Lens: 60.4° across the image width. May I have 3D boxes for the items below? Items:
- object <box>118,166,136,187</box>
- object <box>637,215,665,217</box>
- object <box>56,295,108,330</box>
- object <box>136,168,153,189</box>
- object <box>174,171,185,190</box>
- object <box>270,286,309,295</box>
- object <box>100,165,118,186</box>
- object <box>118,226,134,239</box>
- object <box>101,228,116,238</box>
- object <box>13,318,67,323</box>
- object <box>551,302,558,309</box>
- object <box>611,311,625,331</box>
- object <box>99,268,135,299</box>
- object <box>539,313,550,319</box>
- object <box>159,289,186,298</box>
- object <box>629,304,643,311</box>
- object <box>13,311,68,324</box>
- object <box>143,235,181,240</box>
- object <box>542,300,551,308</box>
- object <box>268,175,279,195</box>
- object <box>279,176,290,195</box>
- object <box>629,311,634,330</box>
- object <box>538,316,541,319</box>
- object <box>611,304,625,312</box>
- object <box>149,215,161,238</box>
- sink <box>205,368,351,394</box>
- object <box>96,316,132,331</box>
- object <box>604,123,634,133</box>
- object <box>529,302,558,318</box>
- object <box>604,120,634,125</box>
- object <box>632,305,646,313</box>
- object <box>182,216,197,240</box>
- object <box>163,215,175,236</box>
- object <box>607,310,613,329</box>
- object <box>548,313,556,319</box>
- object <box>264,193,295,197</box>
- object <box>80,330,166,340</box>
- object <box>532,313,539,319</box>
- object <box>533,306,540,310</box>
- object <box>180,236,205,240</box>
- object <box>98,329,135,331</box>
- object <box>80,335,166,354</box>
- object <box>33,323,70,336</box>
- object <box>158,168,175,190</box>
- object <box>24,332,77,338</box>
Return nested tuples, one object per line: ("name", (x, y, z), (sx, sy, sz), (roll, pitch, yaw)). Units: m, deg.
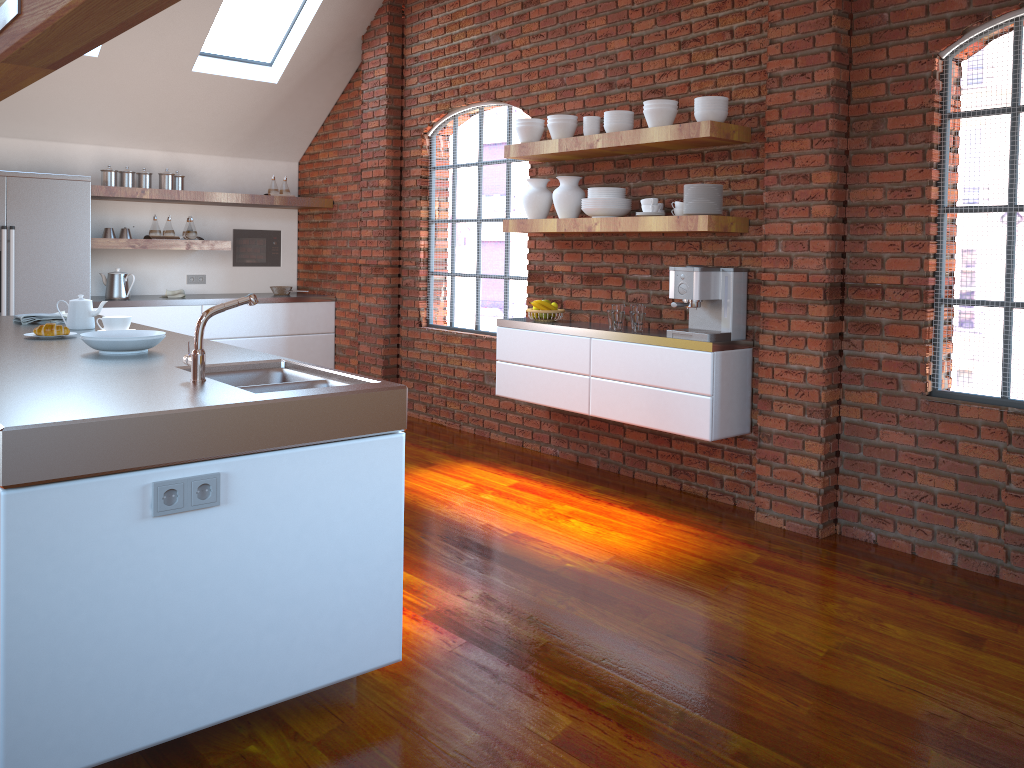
("object", (-2.978, -1.594, 6.800), (0.129, 0.177, 0.127), (5, 6, 44))
("object", (0.730, -0.884, 4.640), (0.154, 0.012, 0.155), (3, 9, 10))
("object", (-1.939, -0.325, 3.968), (0.197, 0.155, 0.119), (-3, 6, -34))
("object", (-2.889, -1.609, 6.908), (0.129, 0.177, 0.127), (5, 6, 44))
("object", (-2.712, -1.638, 7.121), (0.129, 0.177, 0.127), (5, 6, 44))
("object", (-1.956, -0.809, 7.666), (0.349, 0.074, 0.195), (6, 9, 30))
("object", (-3.065, -1.580, 6.695), (0.129, 0.177, 0.127), (5, 6, 44))
("object", (-2.984, -1.170, 6.789), (0.106, 0.099, 0.107), (1, 5, 1))
("object", (-3.075, -1.151, 6.712), (0.106, 0.081, 0.107), (0, 6, -12))
("object", (-2.285, -0.313, 4.305), (0.232, 0.026, 0.166), (3, 9, 14))
("object", (0.257, -0.473, 5.354), (0.047, 0.046, 0.055), (1, 6, 1))
("object", (0.577, -0.343, 4.794), (0.078, 0.103, 0.078), (0, 4, -11))
("object", (-3.034, -0.771, 6.752), (0.302, 0.237, 0.182), (0, 4, -10))
("object", (0.200, -0.427, 5.325), (0.077, 0.065, 0.076), (0, 6, -7))
("object", (-2.721, -0.728, 7.062), (0.204, 0.061, 0.198), (-2, 8, -18))
("object", (0.684, -0.389, 4.851), (0.078, 0.103, 0.078), (0, 4, -11))
("object", (-2.273, -0.322, 4.270), (0.233, 0.049, 0.166), (-6, 11, -40))
("object", (-2.780, -1.164, 6.987), (0.224, 0.032, 0.196), (-7, 11, -42))
("object", (0.207, -0.484, 5.371), (0.069, 0.061, 0.069), (-1, 6, -24))
("object", (-2.057, -1.708, 7.584), (0.093, 0.190, 0.094), (-1, 3, -28))
("object", (-1.977, -1.716, 7.658), (0.093, 0.191, 0.093), (1, 3, 3))
("object", (0.683, -0.350, 4.852), (0.078, 0.103, 0.078), (0, 4, -11))
("object", (0.166, -0.438, 5.391), (0.074, 0.075, 0.073), (3, 5, 24))
("object", (0.578, -0.382, 4.793), (0.078, 0.103, 0.078), (0, 4, -11))
("object", (-2.818, -1.243, 6.949), (0.093, 0.190, 0.094), (-1, 3, -28))
("sink", (-0.722, 0.095, 2.683), (0.409, 0.198, 0.617), (-5, 10, -40))
("object", (-1.714, -0.257, 3.812), (0.125, 0.069, 0.117), (6, 8, 34))
("object", (0.589, -1.399, 4.860), (0.166, 0.060, 0.166), (8, 11, 43))
("object", (0.190, -0.444, 5.288), (0.176, 0.094, 0.064), (1, 4, -4))
("object", (0.589, -1.415, 4.860), (0.166, 0.060, 0.166), (8, 11, 43))
("object", (0.678, -0.367, 4.711), (0.077, 0.103, 0.078), (-1, 5, -29))
("object", (-2.622, -1.271, 7.162), (0.093, 0.192, 0.203), (-1, 5, -31))
("object", (-2.738, -1.251, 7.022), (0.093, 0.191, 0.093), (1, 3, 3))
("object", (0.567, -0.362, 4.923), (0.077, 0.103, 0.078), (2, 4, 19))
("object", (0.236, -0.430, 5.383), (0.070, 0.069, 0.069), (-2, 6, -32))
("object", (-2.019, -1.629, 7.623), (0.224, 0.032, 0.196), (-7, 11, -42))
("object", (-1.396, -0.154, 3.164), (0.282, 0.055, 0.284), (4, 9, 21))
("object", (0.141, -0.415, 5.337), (0.046, 0.046, 0.056), (0, 6, -8))
("object", (0.150, -0.463, 5.345), (0.045, 0.053, 0.052), (5, 6, 38))
("object", (-2.623, -1.188, 7.163), (0.195, 0.032, 0.225), (-4, 10, -31))
("object", (-1.712, -0.226, 3.811), (0.154, 0.012, 0.155), (-1, 9, -12))
("object", (-1.397, -0.144, 3.164), (0.282, 0.055, 0.284), (4, 9, 21))
("object", (-1.891, -0.223, 3.611), (0.138, 0.051, 0.062), (-2, 7, -22))
("object", (-2.719, -1.609, 6.926), (0.129, 0.177, 0.127), (5, 6, 44))
("object", (-1.887, -0.198, 3.601), (0.194, 0.014, 0.196), (-2, 9, -20))
